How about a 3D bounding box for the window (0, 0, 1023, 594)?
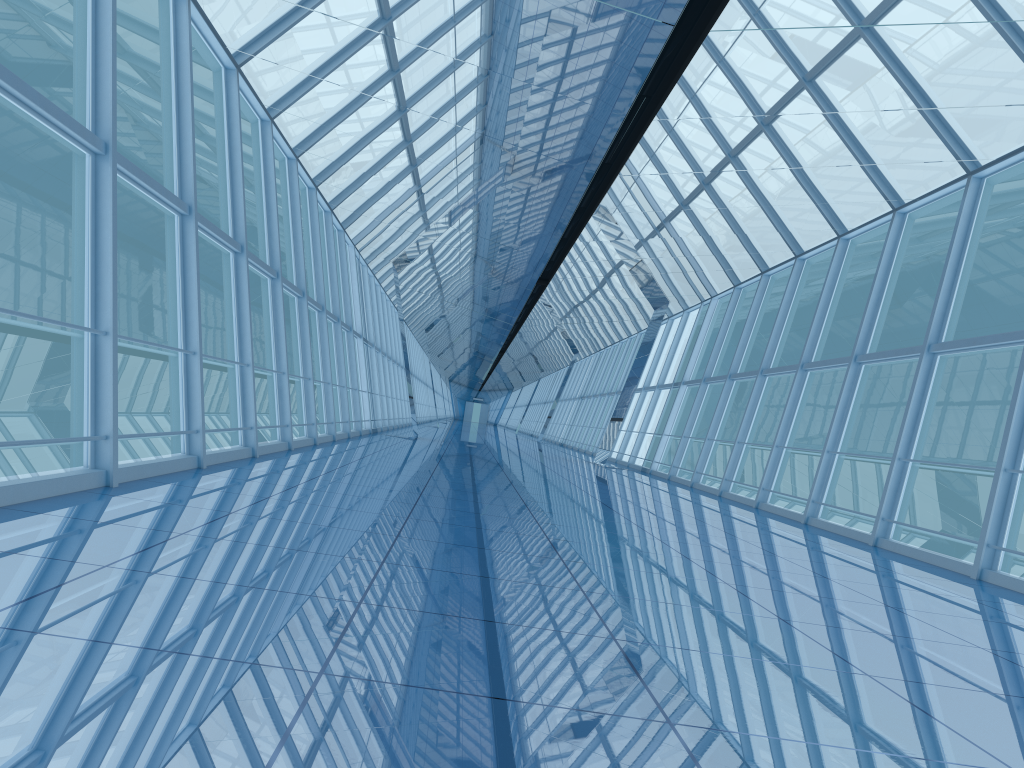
[{"bbox_3d":[-1.224,0.305,48.681,9.913,4.964,104.960,8,-3,-3],"label":"window"}]
